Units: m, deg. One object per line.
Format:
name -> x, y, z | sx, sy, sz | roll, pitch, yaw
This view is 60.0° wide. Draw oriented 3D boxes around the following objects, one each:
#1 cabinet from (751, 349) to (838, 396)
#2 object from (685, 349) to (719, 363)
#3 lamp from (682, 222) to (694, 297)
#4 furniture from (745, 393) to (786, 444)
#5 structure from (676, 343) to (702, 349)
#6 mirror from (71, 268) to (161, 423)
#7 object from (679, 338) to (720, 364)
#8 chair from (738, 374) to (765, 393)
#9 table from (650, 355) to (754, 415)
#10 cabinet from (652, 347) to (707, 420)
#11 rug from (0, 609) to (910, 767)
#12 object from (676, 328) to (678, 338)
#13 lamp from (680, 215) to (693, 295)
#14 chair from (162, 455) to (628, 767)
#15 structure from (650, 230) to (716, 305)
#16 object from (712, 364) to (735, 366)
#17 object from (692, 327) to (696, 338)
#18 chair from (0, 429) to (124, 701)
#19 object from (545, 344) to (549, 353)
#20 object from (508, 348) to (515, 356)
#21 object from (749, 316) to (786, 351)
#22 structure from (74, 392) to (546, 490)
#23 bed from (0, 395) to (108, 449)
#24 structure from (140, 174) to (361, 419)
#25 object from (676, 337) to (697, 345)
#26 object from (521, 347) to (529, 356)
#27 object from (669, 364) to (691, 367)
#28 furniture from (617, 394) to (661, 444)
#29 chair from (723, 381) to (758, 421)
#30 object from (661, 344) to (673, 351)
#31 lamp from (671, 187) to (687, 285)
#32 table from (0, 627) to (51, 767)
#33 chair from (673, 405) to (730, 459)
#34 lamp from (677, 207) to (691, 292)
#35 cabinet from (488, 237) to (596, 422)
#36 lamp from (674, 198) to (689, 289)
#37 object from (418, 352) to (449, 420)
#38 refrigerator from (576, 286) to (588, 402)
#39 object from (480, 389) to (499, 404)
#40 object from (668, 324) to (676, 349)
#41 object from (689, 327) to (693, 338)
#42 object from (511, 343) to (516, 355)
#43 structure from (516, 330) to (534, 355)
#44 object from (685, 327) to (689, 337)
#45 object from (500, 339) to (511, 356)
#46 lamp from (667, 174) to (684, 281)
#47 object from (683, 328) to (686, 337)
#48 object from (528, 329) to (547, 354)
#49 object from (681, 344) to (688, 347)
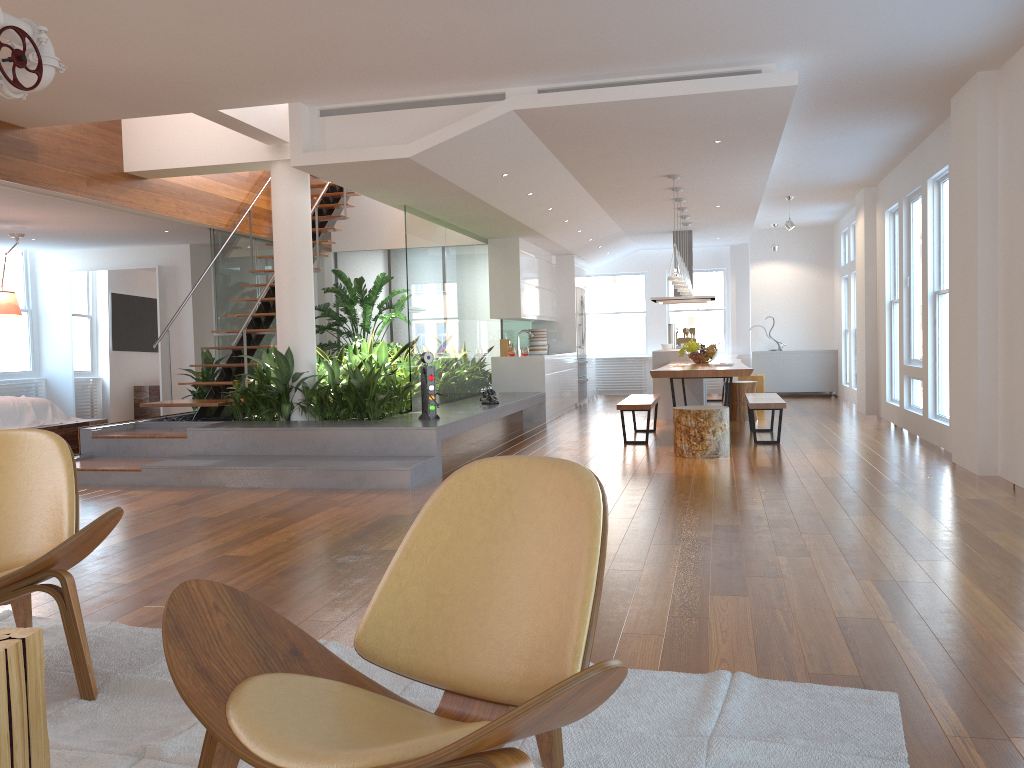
cabinet -> 4.553, -0.179, 14.332 | 1.309, 0.725, 0.420 | -1, 3, 13
object -> 2.077, -0.298, 9.695 | 0.360, 0.159, 0.360 | -3, 3, -23
lamp -> 2.365, -1.706, 11.950 | 0.160, 1.060, 0.160 | 1, 4, 40
furniture -> 2.452, 0.327, 8.625 | 0.316, 0.389, 1.433 | -1, 3, 13
structure -> 2.531, -0.560, 13.001 | 0.520, 0.073, 0.650 | -1, 3, 13
mirror -> -5.140, -0.453, 11.494 | 1.267, 2.044, 0.049 | -1, 3, 13
object -> 2.054, -0.361, 9.712 | 0.394, 0.284, 0.292 | -3, 3, -23
chair -> 3.407, 0.088, 12.597 | 0.344, 0.430, 0.549 | -1, 3, 17
table -> 2.344, 0.071, 10.698 | 0.893, 0.704, 5.996 | -1, 3, 13
cabinet -> 2.333, -0.061, 12.129 | 0.597, 0.832, 2.936 | -1, 3, 13
rug -> -1.140, 0.935, 1.321 | 3.525, 0.057, 3.478 | -1, 3, 17
object -> 2.502, -0.705, 13.469 | 0.055, 0.299, 0.027 | -1, 3, 13
lamp -> 2.202, -1.668, 11.247 | 0.160, 1.060, 0.160 | 1, 4, 40
chair -> -0.139, 0.562, 1.591 | 0.867, 0.752, 0.856 | -3, 3, -27
structure -> 2.492, -1.887, 12.911 | 0.909, 1.405, 0.900 | -1, 3, 13
object -> 2.066, -0.185, 8.653 | 0.222, 0.020, 0.222 | -1, 3, 5
object -> 2.750, -0.707, 13.411 | 0.057, 0.294, 0.030 | -1, 3, 13
chair -> -1.584, 0.549, 2.665 | 0.856, 0.752, 0.867 | -1, 3, 18
object -> 0.424, -0.543, 13.089 | 0.284, 0.196, 0.265 | -3, 3, -35
object -> -0.004, -0.404, 11.185 | 0.094, 0.106, 0.094 | -1, 3, 19
object -> 4.152, -0.814, 14.346 | 0.590, 0.563, 0.210 | -2, 3, -16
structure -> -1.571, 0.424, 9.130 | 3.088, 0.386, 5.584 | -1, 3, 13
bed -> -5.701, 0.437, 8.678 | 2.314, 0.595, 2.207 | -1, 3, 13
structure -> -1.682, -1.690, 9.723 | 2.552, 4.265, 4.591 | -1, 3, 13
object -> 2.618, -0.627, 13.436 | 0.353, 0.157, 0.084 | -1, 3, 13
object -> 0.162, -0.404, 11.098 | 0.094, 0.106, 0.094 | -1, 3, 19
object -> 1.666, -0.181, 8.795 | 0.222, 0.020, 0.222 | -4, 3, -36
furniture -> 1.291, 0.345, 8.897 | 0.316, 0.389, 1.433 | -1, 3, 13
chair -> 2.704, 0.201, 10.489 | 0.396, 0.455, 0.402 | -1, 3, 3
object -> 1.959, -0.464, 11.212 | 0.152, 0.082, 0.152 | -4, 3, -37
lamp -> 1.711, -1.555, 9.137 | 0.160, 1.060, 0.160 | 1, 4, 40
table -> -1.090, 0.709, 1.322 | 0.548, 0.534, 0.489 | -1, 3, 2
chair -> 1.590, 0.397, 7.453 | 0.460, 0.400, 0.460 | 0, 3, 23
lamp -> 2.038, -1.631, 10.543 | 0.160, 1.060, 0.160 | 1, 4, 40
cabinet -> 0.578, -0.771, 13.107 | 0.676, 2.280, 4.565 | -1, 3, 13
lamp -> 1.874, -1.593, 9.840 | 0.160, 1.060, 0.160 | 1, 4, 40
object -> -0.649, 0.014, 7.309 | 0.134, 0.565, 0.318 | -4, 4, -40
refrigerator -> 0.805, -0.596, 13.827 | 0.725, 1.772, 0.908 | -1, 3, 13
object -> -0.239, 0.125, 8.985 | 0.216, 0.155, 0.181 | -3, 3, -22
object -> 2.284, -0.675, 12.582 | 0.172, 0.356, 0.120 | -3, 3, -29
object -> 2.710, -0.706, 13.403 | 0.068, 0.298, 0.039 | -1, 3, 13
object -> -0.012, -0.458, 11.717 | 0.100, 0.170, 0.173 | -1, 3, 15
structure -> 0.189, -0.480, 12.180 | 0.248, 0.536, 0.115 | -1, 3, 13
object -> 2.647, -0.705, 13.415 | 0.057, 0.299, 0.019 | -1, 3, 13
object -> -0.082, -0.470, 11.478 | 0.104, 0.222, 0.200 | -1, 3, 13
lamp -> 1.547, -1.517, 8.433 | 0.160, 1.060, 0.160 | 1, 4, 40
object -> 2.618, -0.706, 13.441 | 0.061, 0.299, 0.040 | -1, 3, 11
object -> 0.368, -0.606, 12.702 | 0.267, 0.356, 0.266 | 1, 4, 39
object -> 2.173, -0.462, 11.035 | 0.152, 0.082, 0.152 | -3, 3, -26
